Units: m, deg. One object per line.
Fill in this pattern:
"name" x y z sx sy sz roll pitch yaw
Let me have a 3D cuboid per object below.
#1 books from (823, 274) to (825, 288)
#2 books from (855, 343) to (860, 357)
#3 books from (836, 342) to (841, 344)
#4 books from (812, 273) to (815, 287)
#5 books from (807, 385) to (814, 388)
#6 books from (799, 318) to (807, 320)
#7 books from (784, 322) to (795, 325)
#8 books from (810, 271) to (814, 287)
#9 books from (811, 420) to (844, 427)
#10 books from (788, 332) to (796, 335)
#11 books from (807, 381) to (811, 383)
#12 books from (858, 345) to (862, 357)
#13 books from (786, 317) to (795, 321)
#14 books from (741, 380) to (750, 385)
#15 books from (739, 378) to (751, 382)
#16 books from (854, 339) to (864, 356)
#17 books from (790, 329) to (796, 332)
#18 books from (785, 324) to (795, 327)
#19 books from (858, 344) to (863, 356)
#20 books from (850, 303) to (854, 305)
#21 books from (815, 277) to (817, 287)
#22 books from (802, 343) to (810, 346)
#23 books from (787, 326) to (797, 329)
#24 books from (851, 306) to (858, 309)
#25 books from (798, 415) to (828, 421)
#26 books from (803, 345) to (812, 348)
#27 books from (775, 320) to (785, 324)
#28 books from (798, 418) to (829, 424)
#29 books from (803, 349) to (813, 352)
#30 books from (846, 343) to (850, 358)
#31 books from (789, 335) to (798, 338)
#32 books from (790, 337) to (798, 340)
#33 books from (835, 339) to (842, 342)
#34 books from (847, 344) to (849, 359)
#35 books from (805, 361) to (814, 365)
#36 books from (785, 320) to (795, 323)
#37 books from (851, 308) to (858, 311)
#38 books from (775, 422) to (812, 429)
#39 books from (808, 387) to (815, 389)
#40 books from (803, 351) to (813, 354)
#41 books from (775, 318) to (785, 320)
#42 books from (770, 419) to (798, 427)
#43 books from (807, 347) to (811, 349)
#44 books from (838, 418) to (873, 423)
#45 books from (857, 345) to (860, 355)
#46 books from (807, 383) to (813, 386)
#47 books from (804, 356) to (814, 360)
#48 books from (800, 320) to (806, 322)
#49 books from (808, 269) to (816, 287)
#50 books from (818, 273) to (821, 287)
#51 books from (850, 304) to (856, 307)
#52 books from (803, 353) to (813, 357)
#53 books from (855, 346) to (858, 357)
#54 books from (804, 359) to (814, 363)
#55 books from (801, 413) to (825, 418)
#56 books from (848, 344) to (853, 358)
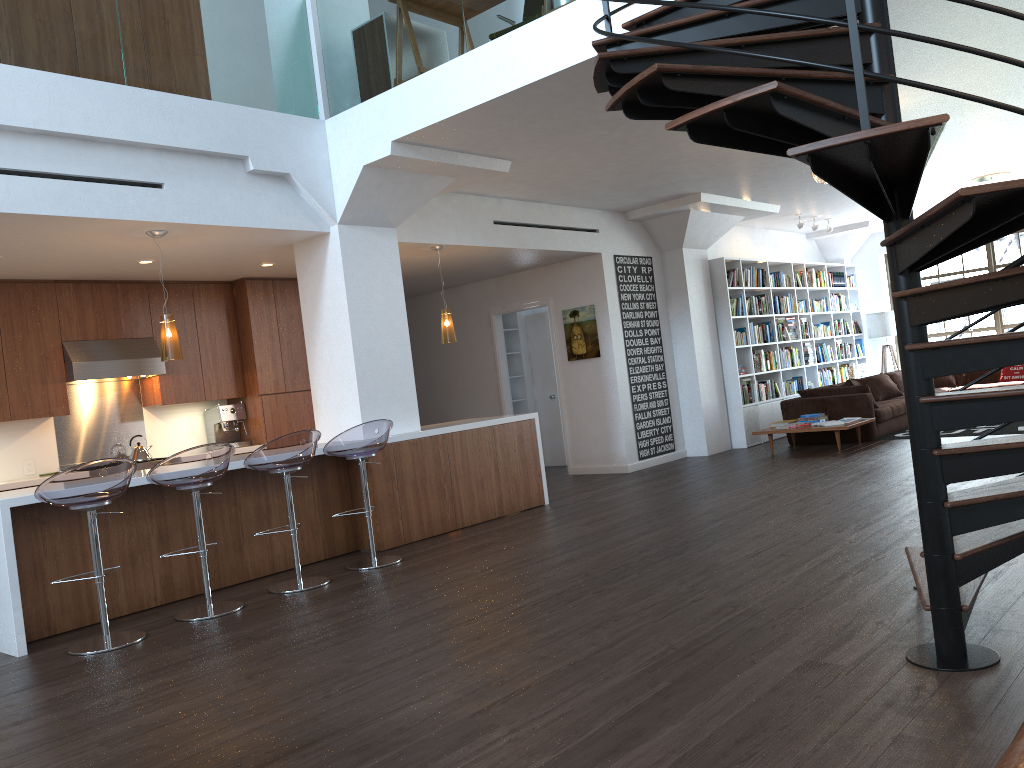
"books" 4.703 -1.585 13.595 0.160 0.250 0.026 -7 0 41
"books" 5.503 -0.544 14.331 0.172 0.235 0.112 -7 0 41
"books" 4.983 -0.631 13.789 0.223 0.031 0.161 -7 0 41
"books" 4.447 -1.540 13.304 0.161 0.223 0.027 -7 0 41
"books" 4.256 0.045 12.962 0.284 0.033 0.197 -7 0 26
"books" 4.138 -0.932 12.882 0.161 0.030 0.224 -7 0 -39
"books" 3.909 -0.860 12.656 0.223 0.027 0.161 -7 0 31
"books" 4.418 -1.548 13.273 0.171 0.246 0.057 -7 0 41
"books" 3.513 0.439 9.880 0.231 0.040 0.342 -7 0 -9
"books" 3.901 -0.706 12.626 0.180 0.042 0.259 -7 0 41
"books" 4.249 -0.016 12.964 0.204 0.025 0.144 -7 0 41
"books" 5.570 -0.540 14.407 0.161 0.213 0.118 -7 0 41
"books" 3.915 -0.921 12.628 0.185 0.043 0.129 -7 0 -34
"books" 2.939 -0.011 11.396 0.174 0.045 0.240 -7 0 31
"books" 2.926 -0.047 11.374 0.161 0.027 0.223 -7 0 -39
"books" 5.662 -0.590 14.524 0.176 0.290 0.053 -7 0 41
"books" 3.915 -0.752 12.627 0.168 0.045 0.231 -7 0 36
"books" 3.908 -0.831 12.628 0.161 0.033 0.223 -7 0 41
"books" 5.599 -0.542 14.448 0.161 0.213 0.146 -7 0 41
"books" 5.429 -1.288 14.412 0.144 0.025 0.204 -7 0 -19
"books" 4.499 -1.546 13.365 0.161 0.223 0.026 -7 0 41
"books" 4.241 -0.572 12.947 0.129 0.041 0.185 -7 0 -34
"books" 3.913 -0.795 12.619 0.183 0.042 0.253 -7 0 41
"books" 5.438 -1.227 14.412 0.197 0.033 0.284 -7 0 -34
"books" 3.532 0.402 10.414 0.191 0.035 0.279 -7 0 -39
"books" 4.253 -0.541 12.950 0.144 0.024 0.208 -7 0 -44
"books" 3.656 -0.855 12.318 0.174 0.045 0.240 -7 0 41
"books" 3.537 0.437 10.408 0.312 0.037 0.216 -7 0 31
"books" 4.252 -0.488 12.965 0.223 0.032 0.161 -7 0 41
"books" 5.261 -0.522 14.074 0.160 0.251 0.039 -7 0 41
"books" 3.927 -0.669 12.613 0.251 0.039 0.160 -7 0 -44
"books" 3.935 -0.631 12.613 0.171 0.039 0.246 -7 0 41
"books" 4.985 -0.661 13.796 0.161 0.030 0.224 -7 0 -39
"books" 5.243 -0.506 14.044 0.161 0.223 0.032 -7 0 41
"books" 4.261 -0.293 12.962 0.246 0.038 0.171 -7 0 41
"books" 3.916 -0.887 12.635 0.208 0.024 0.144 -7 0 -44
"books" 5.442 -1.193 14.412 0.197 0.035 0.284 -7 0 -19
"books" 3.221 0.477 10.153 0.340 0.035 0.236 -7 0 -24
"books" 4.260 0.079 12.962 0.284 0.035 0.197 -7 0 41
"books" 4.247 -0.452 12.964 0.253 0.040 0.183 -7 0 41
"books" 3.643 -0.890 12.296 0.161 0.027 0.223 -7 0 -39
"books" 3.262 0.467 10.573 0.241 0.045 0.334 -7 0 43
"books" 4.257 -0.516 12.938 0.161 0.026 0.223 -7 0 31
"books" 3.855 0.398 10.035 0.350 0.035 0.256 -7 0 -23
"books" 5.540 -0.539 14.382 0.161 0.218 0.101 -7 0 41
"books" 4.250 0.012 12.968 0.174 0.032 0.254 -7 0 -44
"books" 4.264 -0.370 12.987 0.259 0.040 0.180 -7 0 41
"books" 4.136 -0.902 12.876 0.223 0.031 0.161 -7 0 41
"books" 4.468 -1.576 13.337 0.176 0.290 0.053 -7 0 41
"books" 4.586 -1.561 13.466 0.168 0.231 0.037 -7 0 41
"books" 5.432 -1.259 14.407 0.174 0.032 0.254 -7 0 -14
"books" 4.261 -0.413 12.967 0.231 0.044 0.168 -7 0 36
"books" 5.445 -0.540 14.271 0.174 0.242 0.105 -7 0 41
"books" 4.256 -0.331 12.965 0.160 0.037 0.251 -7 0 -44
"books" 3.530 0.370 10.409 0.157 0.027 0.224 -7 0 -44
"books" 5.343 -0.520 14.167 0.168 0.228 0.139 -7 0 41
